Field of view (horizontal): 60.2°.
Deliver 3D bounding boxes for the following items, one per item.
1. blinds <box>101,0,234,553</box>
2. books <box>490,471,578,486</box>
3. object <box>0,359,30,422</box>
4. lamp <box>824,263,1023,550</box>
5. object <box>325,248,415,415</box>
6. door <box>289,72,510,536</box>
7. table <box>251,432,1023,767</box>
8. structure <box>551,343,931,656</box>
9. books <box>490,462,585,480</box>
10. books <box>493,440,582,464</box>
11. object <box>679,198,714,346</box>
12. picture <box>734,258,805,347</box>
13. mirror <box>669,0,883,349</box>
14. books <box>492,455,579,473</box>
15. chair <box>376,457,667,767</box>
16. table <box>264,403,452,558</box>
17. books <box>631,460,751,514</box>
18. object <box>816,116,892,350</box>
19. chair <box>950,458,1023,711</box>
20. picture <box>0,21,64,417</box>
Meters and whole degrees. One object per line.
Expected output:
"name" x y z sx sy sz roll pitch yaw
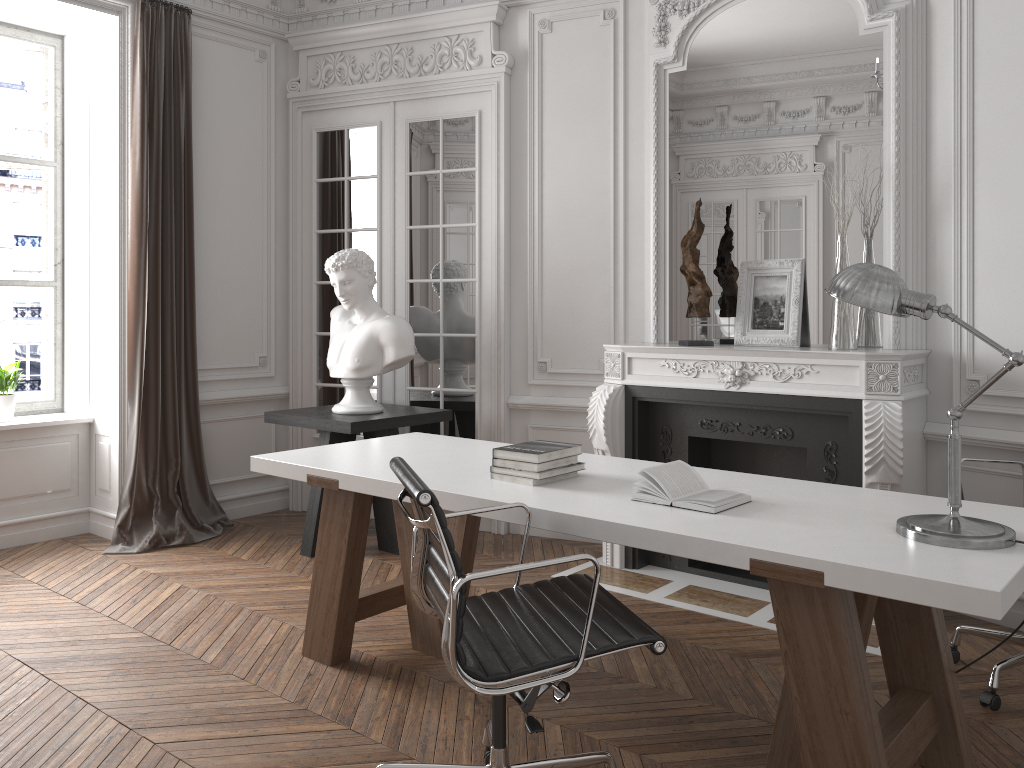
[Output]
"blinds" -1.944 -0.660 5.063 0.342 3.102 0.778 0 0 34
"books" 0.078 0.308 3.009 0.191 0.023 0.242 4 6 42
"object" -2.894 0.028 5.015 0.284 0.369 0.215 1 1 18
"lamp" 1.050 0.030 2.285 0.488 0.699 0.269 1 1 40
"object" -0.854 -0.302 4.982 0.634 0.924 0.393 1 1 40
"door" -0.741 -0.497 5.562 1.564 2.736 0.086 1 0 24
"table" 0.268 0.697 2.967 2.624 0.749 0.901 4 4 40
"structure" 1.068 0.423 4.179 1.606 1.184 0.810 3 3 40
"books" 0.090 0.285 3.010 0.212 0.023 0.259 4 6 40
"books" 0.089 0.229 3.012 0.191 0.032 0.259 3 6 38
"object" 0.931 -0.570 4.484 0.165 0.753 0.143 0 0 -8
"picture" 1.274 -0.403 4.388 0.340 0.435 0.096 1 1 40
"mirror" 1.281 -1.054 4.433 1.123 1.813 0.001 1 1 40
"books" 0.082 0.260 3.006 0.191 0.028 0.240 4 6 38
"chair" 0.012 0.670 2.240 0.668 0.923 0.694 -1 2 -24
"table" -0.867 0.528 5.046 0.768 0.749 0.768 2 3 40
"books" 0.534 0.300 2.637 0.279 0.095 0.226 4 5 42
"object" 1.553 -0.678 3.986 0.296 1.054 0.289 0 0 -12
"chair" 1.853 0.603 3.069 0.668 0.923 0.694 -1 2 -26
"picture" -0.314 -1.085 2.613 13.238 4.802 13.231 3 5 32
